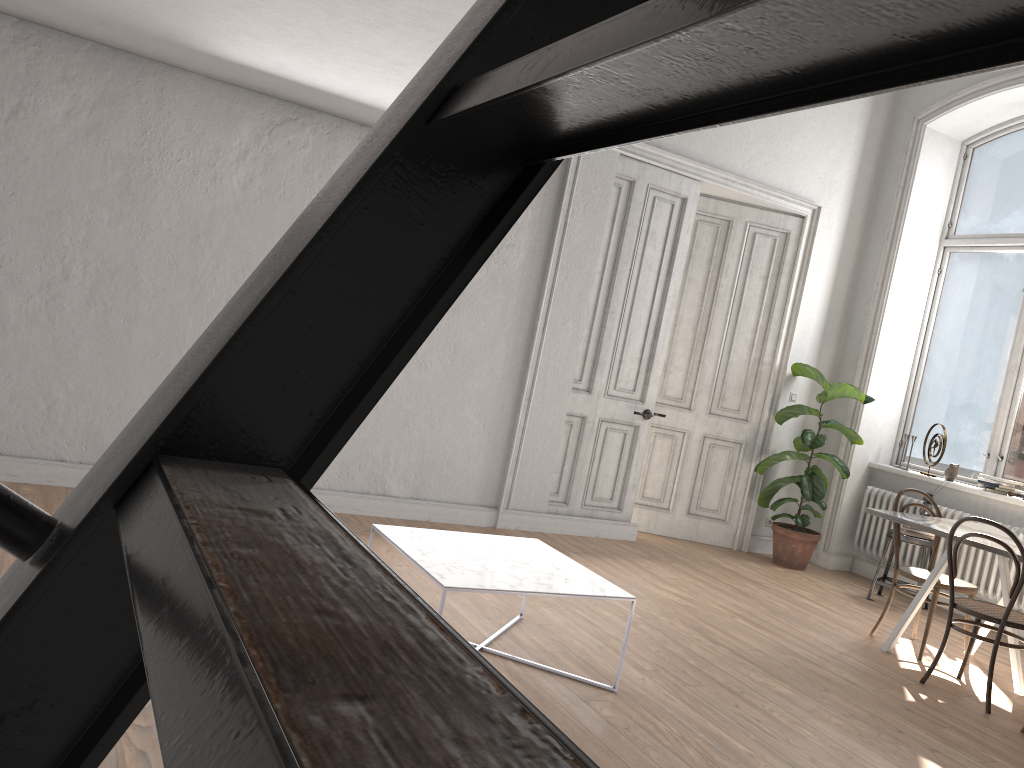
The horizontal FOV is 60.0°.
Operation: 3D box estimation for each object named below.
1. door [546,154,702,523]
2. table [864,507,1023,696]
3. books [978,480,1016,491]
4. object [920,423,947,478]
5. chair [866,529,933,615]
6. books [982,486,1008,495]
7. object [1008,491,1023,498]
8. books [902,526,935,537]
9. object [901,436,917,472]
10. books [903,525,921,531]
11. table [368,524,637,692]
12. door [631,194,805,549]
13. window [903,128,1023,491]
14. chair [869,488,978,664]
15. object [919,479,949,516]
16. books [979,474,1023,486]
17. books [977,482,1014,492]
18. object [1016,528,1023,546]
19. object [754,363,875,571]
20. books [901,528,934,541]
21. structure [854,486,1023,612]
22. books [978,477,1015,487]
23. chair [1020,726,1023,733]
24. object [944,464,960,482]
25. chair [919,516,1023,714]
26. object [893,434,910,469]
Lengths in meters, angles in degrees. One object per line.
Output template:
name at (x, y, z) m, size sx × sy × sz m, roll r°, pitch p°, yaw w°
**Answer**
door at (0.690, -0.260, 6.637) m, size 1.097 × 2.815 × 0.216 m, roll 10°, pitch 3°, yaw -26°
table at (2.944, 1.323, 4.450) m, size 1.101 × 0.780 × 2.198 m, roll 10°, pitch 3°, yaw -27°
books at (3.600, 0.750, 6.589) m, size 0.147 × 0.023 × 0.221 m, roll 11°, pitch 2°, yaw -12°
object at (3.370, 0.525, 7.078) m, size 0.087 × 0.425 × 0.347 m, roll 12°, pitch 2°, yaw 5°
chair at (2.876, 1.360, 6.492) m, size 0.363 × 0.523 × 0.360 m, roll 13°, pitch 3°, yaw 36°
books at (3.591, 0.794, 6.601) m, size 0.147 × 0.023 × 0.221 m, roll 12°, pitch 2°, yaw 21°
object at (3.680, 0.805, 6.433) m, size 0.153 × 0.048 × 0.088 m, roll 12°, pitch 2°, yaw 12°
books at (2.980, 1.075, 6.470) m, size 0.232 × 0.029 × 0.163 m, roll 13°, pitch 3°, yaw 33°
object at (3.254, 0.565, 7.240) m, size 0.095 × 0.289 × 0.095 m, roll 11°, pitch 3°, yaw -5°
books at (2.986, 1.053, 6.467) m, size 0.221 × 0.027 × 0.147 m, roll 12°, pitch 2°, yaw 5°
table at (-0.097, 0.930, 3.748) m, size 0.850 × 0.392 × 0.848 m, roll 10°, pitch 3°, yaw -27°
door at (1.631, -0.096, 7.322) m, size 1.097 × 2.815 × 0.216 m, roll 11°, pitch 3°, yaw -3°
window at (3.965, -0.625, 6.749) m, size 0.013 × 2.844 × 1.621 m, roll 10°, pitch 3°, yaw -27°
chair at (2.504, 1.130, 5.300) m, size 0.438 × 0.921 × 0.549 m, roll 11°, pitch 3°, yaw -19°
object at (3.056, 0.860, 6.462) m, size 0.163 × 0.383 × 0.154 m, roll 13°, pitch 3°, yaw 36°
books at (3.626, 0.709, 6.572) m, size 0.174 × 0.019 × 0.243 m, roll 11°, pitch 2°, yaw -17°
books at (3.596, 0.772, 6.593) m, size 0.155 × 0.022 × 0.205 m, roll 11°, pitch 2°, yaw -7°
object at (2.788, 0.769, 4.749) m, size 0.132 × 0.219 × 0.132 m, roll 9°, pitch 3°, yaw -38°
object at (3.341, 0.848, 4.787) m, size 0.792 × 1.843 × 5.822 m, roll 10°, pitch 2°, yaw -22°
books at (2.967, 1.098, 6.480) m, size 0.246 × 0.034 × 0.194 m, roll 12°, pitch 2°, yaw 13°
structure at (4.369, -0.294, 4.987) m, size 0.340 × 4.475 × 5.176 m, roll 10°, pitch 3°, yaw -27°
books at (3.595, 0.728, 6.581) m, size 0.155 × 0.020 × 0.205 m, roll 10°, pitch 3°, yaw -37°
chair at (2.670, 1.215, 3.989) m, size 0.549 × 0.921 × 0.437 m, roll 11°, pitch 3°, yaw -16°
object at (3.424, 0.686, 6.912) m, size 0.100 × 0.142 × 0.102 m, roll 13°, pitch 3°, yaw 37°
chair at (2.441, 1.148, 4.524) m, size 0.549 × 0.921 × 0.437 m, roll 10°, pitch 3°, yaw -32°
object at (3.252, 0.559, 7.371) m, size 0.095 × 0.289 × 0.095 m, roll 12°, pitch 3°, yaw 4°
